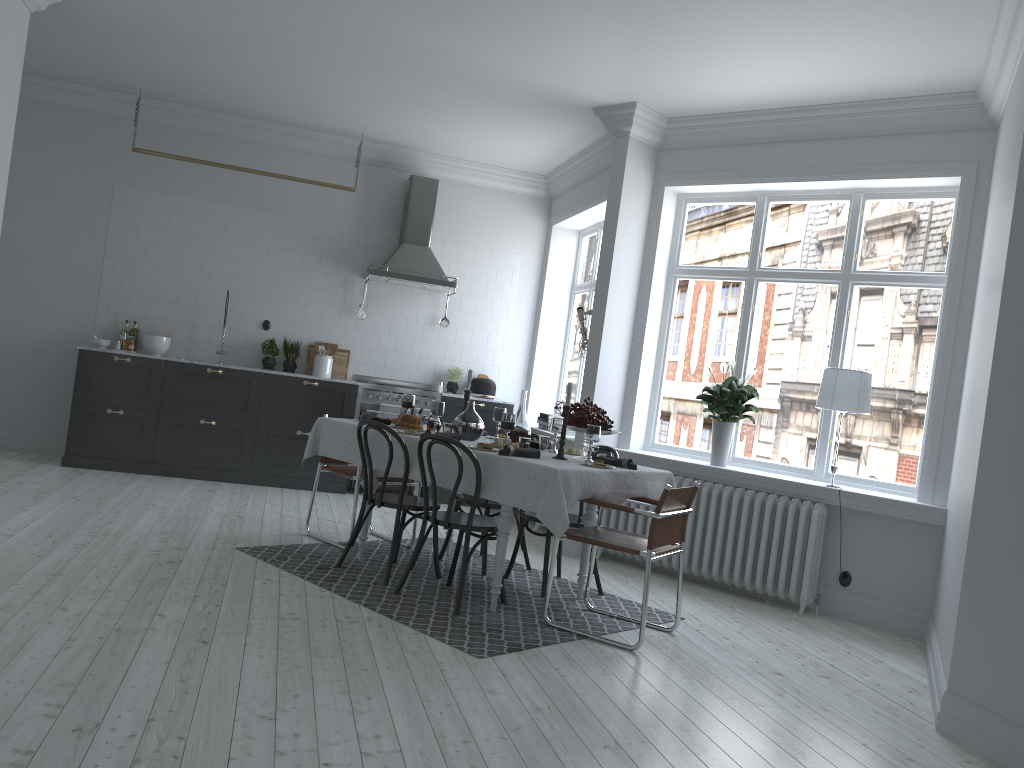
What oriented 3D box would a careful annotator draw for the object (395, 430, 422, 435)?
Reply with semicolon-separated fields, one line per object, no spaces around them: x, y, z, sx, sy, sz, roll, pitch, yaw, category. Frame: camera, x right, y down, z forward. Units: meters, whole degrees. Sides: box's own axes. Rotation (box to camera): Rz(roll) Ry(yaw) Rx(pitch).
-0.605;0.293;5.284;0.182;0.013;0.182;8;0;1;object

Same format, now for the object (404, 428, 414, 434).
-0.611;0.279;5.273;0.057;0.037;0.021;8;0;-24;object

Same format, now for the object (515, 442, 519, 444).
0.022;0.363;5.260;0.039;0.040;0.077;8;0;-35;object

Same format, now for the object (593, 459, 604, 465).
0.468;0.427;4.805;0.057;0.037;0.021;8;0;7;object

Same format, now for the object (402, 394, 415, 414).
-0.693;0.179;5.877;0.083;0.215;0.083;8;0;-10;object

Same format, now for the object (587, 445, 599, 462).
0.451;0.396;4.988;0.066;0.094;0.066;8;0;-26;object

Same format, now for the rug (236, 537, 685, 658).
-0.342;1.172;5.279;2.166;0.021;1.701;8;0;43;rug

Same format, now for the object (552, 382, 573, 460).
0.297;0.205;4.947;0.089;0.432;0.089;8;0;8;object

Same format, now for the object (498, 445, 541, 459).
0.050;0.361;4.732;0.165;0.061;0.247;8;0;25;object

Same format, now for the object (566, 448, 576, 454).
0.360;0.410;5.438;0.039;0.040;0.078;8;0;-40;object

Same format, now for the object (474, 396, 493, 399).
-0.276;0.135;8.663;0.209;0.011;0.209;8;0;23;object

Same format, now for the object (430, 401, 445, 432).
-0.458;0.212;5.357;0.083;0.215;0.083;8;0;-10;object

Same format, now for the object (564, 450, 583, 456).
0.376;0.426;5.448;0.182;0.013;0.182;8;0;-14;object

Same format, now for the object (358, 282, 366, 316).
-1.450;-0.835;8.654;0.066;0.332;0.024;8;0;-9;object

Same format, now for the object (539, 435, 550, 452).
0.190;0.360;5.345;0.066;0.094;0.066;8;0;-3;object

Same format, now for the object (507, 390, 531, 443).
0.053;0.212;5.416;0.152;0.352;0.152;8;0;36;object

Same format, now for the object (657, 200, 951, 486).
-9.397;-2.303;1.784;33.873;19.432;72.085;8;0;41;object

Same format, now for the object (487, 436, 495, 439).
-0.076;0.363;5.871;0.182;0.013;0.182;8;0;-14;object

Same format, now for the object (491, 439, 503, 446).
-0.085;0.339;5.155;0.039;0.040;0.078;8;0;-40;object

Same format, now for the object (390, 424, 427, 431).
-0.657;0.283;5.686;0.251;0.018;0.251;8;0;-14;object

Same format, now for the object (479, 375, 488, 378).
-0.291;-0.038;8.888;0.107;0.110;0.010;8;0;-10;object

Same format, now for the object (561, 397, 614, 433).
0.463;0.183;5.155;0.318;0.215;0.347;8;0;38;object

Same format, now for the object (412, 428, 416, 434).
-0.602;0.280;5.304;0.057;0.037;0.021;8;0;4;object

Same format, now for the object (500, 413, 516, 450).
-0.027;0.272;4.942;0.083;0.215;0.083;8;0;-10;object

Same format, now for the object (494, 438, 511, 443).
-0.055;0.347;5.232;0.100;0.056;0.056;8;0;3;object

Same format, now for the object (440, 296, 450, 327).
-0.657;-0.728;8.851;0.101;0.331;0.030;8;0;-4;object

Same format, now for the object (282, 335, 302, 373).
-2.107;-0.293;8.455;0.186;0.367;0.196;8;0;30;object

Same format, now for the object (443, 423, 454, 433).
-0.386;0.281;5.302;0.066;0.094;0.066;8;0;-26;object

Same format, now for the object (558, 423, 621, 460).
0.439;0.347;5.168;0.367;0.188;0.367;8;0;27;object

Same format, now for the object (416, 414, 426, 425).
-0.607;0.250;5.854;0.066;0.094;0.066;8;0;-26;object

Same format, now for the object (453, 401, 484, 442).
-0.260;0.224;5.377;0.194;0.245;0.194;8;0;-31;object

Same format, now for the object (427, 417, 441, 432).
-0.492;0.262;5.589;0.091;0.101;0.091;8;0;31;object

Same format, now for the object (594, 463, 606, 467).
0.472;0.437;4.763;0.057;0.021;0.037;8;0;-14;object

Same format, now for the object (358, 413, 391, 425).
-0.930;0.225;5.750;0.247;0.061;0.165;8;0;25;object

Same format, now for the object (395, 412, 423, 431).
-0.658;0.241;5.678;0.191;0.105;0.164;8;0;5;object

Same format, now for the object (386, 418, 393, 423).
-0.826;0.246;5.970;0.038;0.041;0.057;8;0;19;object

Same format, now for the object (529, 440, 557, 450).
0.166;0.374;5.568;0.165;0.061;0.247;8;0;25;object

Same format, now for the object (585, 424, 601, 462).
0.440;0.336;4.910;0.083;0.215;0.083;8;0;-10;object

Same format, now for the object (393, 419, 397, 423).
-0.771;0.255;5.961;0.036;0.039;0.051;8;0;25;object

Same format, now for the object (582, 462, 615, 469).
0.466;0.440;4.773;0.182;0.013;0.182;8;0;-4;object

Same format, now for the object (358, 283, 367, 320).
-1.443;-0.810;8.623;0.074;0.381;0.076;8;0;-34;object

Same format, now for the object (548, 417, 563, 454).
0.263;0.310;5.312;0.083;0.215;0.083;8;0;-19;object

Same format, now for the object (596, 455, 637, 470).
0.610;0.436;5.000;0.247;0.061;0.165;8;0;25;object

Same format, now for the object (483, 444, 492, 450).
-0.133;0.345;4.847;0.036;0.039;0.051;8;0;25;object

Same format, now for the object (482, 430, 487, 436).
-0.286;0.312;5.979;0.165;0.061;0.247;8;0;25;object

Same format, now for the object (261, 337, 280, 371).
-2.302;-0.291;8.420;0.172;0.311;0.179;8;0;-4;object

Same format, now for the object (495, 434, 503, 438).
-0.084;0.348;5.839;0.038;0.041;0.057;8;0;27;object

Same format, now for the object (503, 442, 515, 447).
-0.025;0.358;5.155;0.077;0.040;0.040;8;0;5;object

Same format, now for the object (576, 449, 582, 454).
0.389;0.415;5.468;0.040;0.039;0.077;8;0;-45;object

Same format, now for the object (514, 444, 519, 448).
0.011;0.365;5.201;0.040;0.039;0.077;8;0;-45;object

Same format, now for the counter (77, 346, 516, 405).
-1.909;-0.071;8.331;3.902;0.020;0.624;8;0;-14;counter

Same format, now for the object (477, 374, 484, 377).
-0.303;-0.044;8.964;0.107;0.110;0.010;8;0;-10;object

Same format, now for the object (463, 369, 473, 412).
-0.291;0.123;5.620;0.089;0.432;0.089;8;0;8;object

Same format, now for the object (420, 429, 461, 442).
-0.402;0.299;5.128;0.165;0.061;0.247;8;0;25;object

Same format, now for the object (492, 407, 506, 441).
-0.088;0.261;5.720;0.083;0.215;0.083;8;0;-10;object

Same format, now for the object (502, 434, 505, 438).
-0.066;0.351;5.904;0.036;0.039;0.051;8;0;-37;object

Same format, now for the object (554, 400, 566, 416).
0.463;0.223;8.229;0.147;0.148;0.147;8;0;-23;object

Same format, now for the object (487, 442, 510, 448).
-0.023;0.371;5.216;0.251;0.018;0.251;8;0;-14;object
